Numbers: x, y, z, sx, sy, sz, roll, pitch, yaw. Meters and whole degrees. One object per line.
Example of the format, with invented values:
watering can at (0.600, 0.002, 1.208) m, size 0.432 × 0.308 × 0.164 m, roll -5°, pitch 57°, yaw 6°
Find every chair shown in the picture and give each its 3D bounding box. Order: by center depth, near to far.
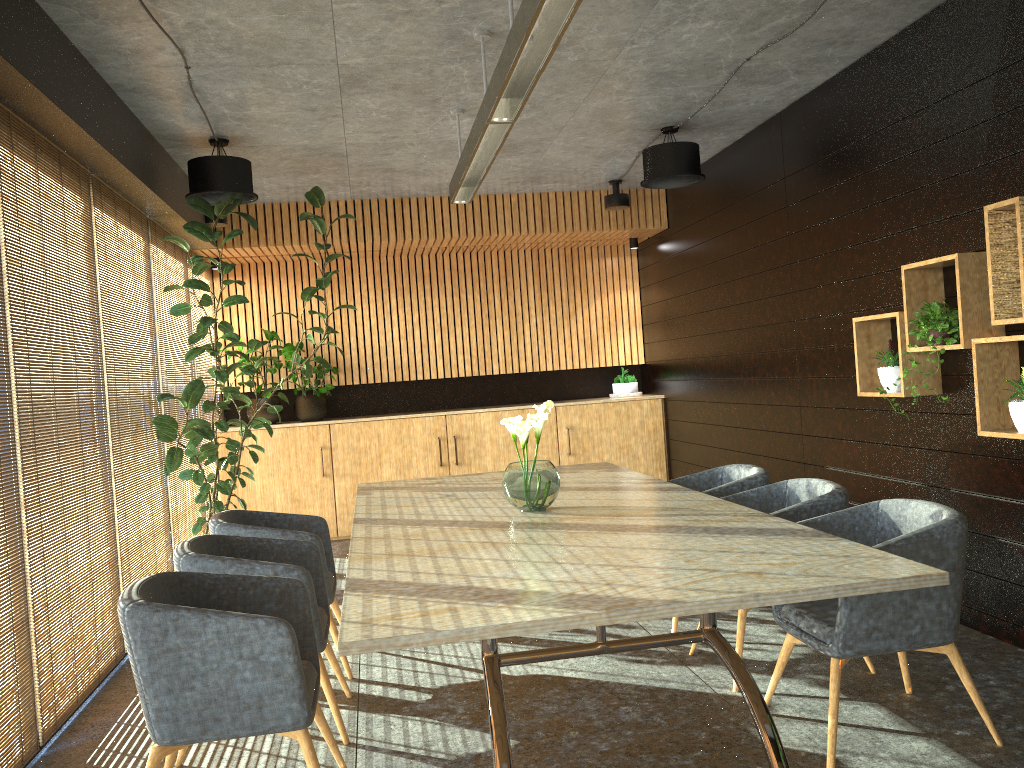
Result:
chair at (-1.049, 1.187, 3.374) m, size 0.761 × 0.944 × 0.706 m, roll -4°, pitch 1°, yaw -9°
chair at (1.512, 1.000, 3.785) m, size 0.761 × 0.944 × 0.706 m, roll -4°, pitch 1°, yaw -9°
chair at (-1.192, 1.188, 4.263) m, size 0.761 × 0.944 × 0.706 m, roll -4°, pitch 1°, yaw -9°
chair at (1.370, 1.002, 4.673) m, size 0.761 × 0.944 × 0.706 m, roll -4°, pitch 1°, yaw -9°
chair at (-1.334, 1.190, 5.151) m, size 0.761 × 0.944 × 0.706 m, roll -4°, pitch 1°, yaw -9°
chair at (1.228, 1.003, 5.561) m, size 0.761 × 0.944 × 0.706 m, roll -4°, pitch 1°, yaw -9°

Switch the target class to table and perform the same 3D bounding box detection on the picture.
table at (0.146, 1.098, 4.477) m, size 1.816 × 0.927 × 3.932 m, roll -4°, pitch 1°, yaw -9°

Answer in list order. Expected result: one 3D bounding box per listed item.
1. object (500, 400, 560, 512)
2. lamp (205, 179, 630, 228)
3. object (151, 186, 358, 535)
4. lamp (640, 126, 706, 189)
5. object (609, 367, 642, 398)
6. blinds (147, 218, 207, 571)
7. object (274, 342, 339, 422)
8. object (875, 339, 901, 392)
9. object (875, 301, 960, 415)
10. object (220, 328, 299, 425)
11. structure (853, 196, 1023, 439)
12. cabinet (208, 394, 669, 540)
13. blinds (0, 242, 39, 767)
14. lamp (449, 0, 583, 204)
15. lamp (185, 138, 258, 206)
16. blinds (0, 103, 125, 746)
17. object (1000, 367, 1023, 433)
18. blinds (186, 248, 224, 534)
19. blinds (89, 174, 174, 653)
object at (0.087, 0.364, 4.491) m, size 0.295 × 0.546 × 0.322 m, roll -4°, pitch 1°, yaw 1°
lamp at (-0.880, -1.777, 8.628) m, size 4.179 × 0.294 × 0.257 m, roll -4°, pitch 1°, yaw -9°
object at (-2.380, 0.079, 7.309) m, size 1.958 × 3.266 × 1.875 m, roll -4°, pitch 1°, yaw 29°
lamp at (1.271, -1.828, 7.093) m, size 0.513 × 0.497 × 0.513 m, roll -4°, pitch 1°, yaw 20°
object at (1.326, -0.023, 10.408) m, size 0.384 × 0.347 × 0.384 m, roll -4°, pitch 1°, yaw 13°
blinds at (-2.895, 0.190, 7.769) m, size 0.039 × 3.038 × 1.422 m, roll -4°, pitch 1°, yaw -9°
object at (-2.246, -0.029, 9.661) m, size 0.679 × 0.880 × 0.512 m, roll -4°, pitch 1°, yaw -6°
object at (2.282, -0.113, 5.316) m, size 0.241 × 0.318 × 0.226 m, roll -4°, pitch 1°, yaw -34°
object at (2.252, -0.128, 4.807) m, size 0.401 × 0.633 × 0.445 m, roll -4°, pitch 1°, yaw -28°
object at (-2.760, -0.079, 9.593) m, size 0.666 × 1.054 × 0.640 m, roll -4°, pitch 1°, yaw 32°
structure at (2.435, -0.311, 4.512) m, size 0.242 × 1.130 × 2.172 m, roll -4°, pitch 1°, yaw -9°
cabinet at (-0.746, 0.939, 10.002) m, size 4.954 × 1.272 × 1.006 m, roll -4°, pitch 1°, yaw -9°
blinds at (-1.398, 0.167, 0.923) m, size 1.388 × 3.075 × 6.486 m, roll -4°, pitch 1°, yaw -28°
lamp at (-0.079, -1.620, 4.459) m, size 0.151 × 0.618 × 4.009 m, roll -4°, pitch 1°, yaw -9°
lamp at (-2.154, -1.579, 6.544) m, size 0.513 × 0.497 × 0.513 m, roll -5°, pitch 1°, yaw -38°
blinds at (-2.427, 0.184, 4.845) m, size 0.039 × 3.038 × 1.422 m, roll -4°, pitch 1°, yaw -9°
object at (2.468, 0.071, 4.265) m, size 0.226 × 0.318 × 0.241 m, roll -4°, pitch 1°, yaw -9°
blinds at (-3.127, 0.192, 9.219) m, size 0.039 × 3.038 × 1.422 m, roll -4°, pitch 1°, yaw -9°
blinds at (-2.659, 0.187, 6.294) m, size 0.039 × 3.038 × 1.422 m, roll -4°, pitch 1°, yaw -9°
